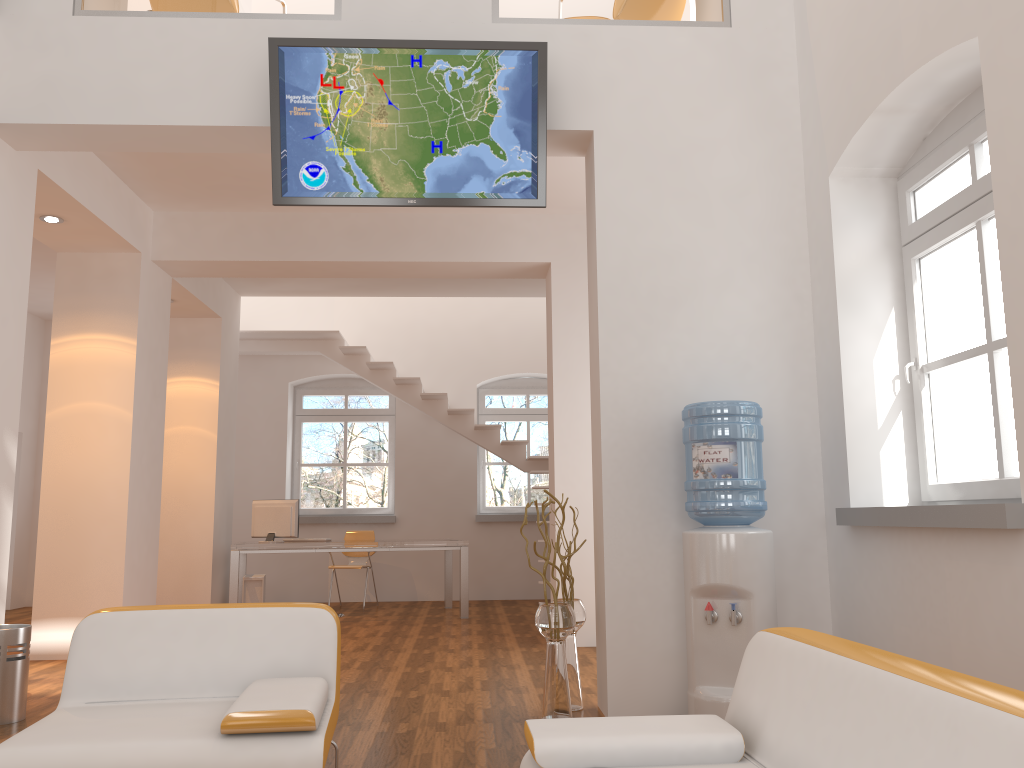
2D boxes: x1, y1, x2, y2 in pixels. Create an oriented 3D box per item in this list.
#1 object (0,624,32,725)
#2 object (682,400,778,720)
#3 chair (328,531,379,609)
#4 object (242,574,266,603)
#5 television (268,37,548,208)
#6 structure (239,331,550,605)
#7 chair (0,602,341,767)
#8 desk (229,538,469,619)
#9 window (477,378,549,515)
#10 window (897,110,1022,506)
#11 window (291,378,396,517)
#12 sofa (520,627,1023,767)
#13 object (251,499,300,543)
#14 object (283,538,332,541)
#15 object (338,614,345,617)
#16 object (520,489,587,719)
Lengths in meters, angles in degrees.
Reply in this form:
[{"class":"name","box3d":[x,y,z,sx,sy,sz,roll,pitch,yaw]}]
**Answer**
[{"class":"object","box3d":[-2.542,1.438,4.406,0.248,0.450,0.248,-8,-11,40]},{"class":"object","box3d":[1.009,0.837,4.134,0.436,1.490,0.436,2,-9,-17]},{"class":"chair","box3d":[-1.776,2.060,9.896,0.495,0.829,0.464,-2,-9,12]},{"class":"object","box3d":[-2.605,2.150,8.955,0.200,0.422,0.474,1,-9,-13]},{"class":"television","box3d":[-0.517,-1.315,4.496,1.388,0.803,0.266,0,-9,-3]},{"class":"structure","box3d":[-0.974,0.820,9.031,4.630,3.042,3.450,0,-9,-3]},{"class":"chair","box3d":[-1.044,1.082,2.863,0.923,0.661,0.825,1,-9,-8]},{"class":"desk","box3d":[-1.637,1.965,8.955,2.239,0.750,1.092,1,-9,-13]},{"class":"window","box3d":[0.204,0.782,11.195,1.308,1.737,0.142,0,-9,-3]},{"class":"window","box3d":[1.953,-0.314,3.644,0.142,1.627,1.302,0,-9,-3]},{"class":"window","box3d":[-2.087,0.787,11.082,1.308,1.737,0.142,0,-9,-3]},{"class":"sofa","box3d":[0.502,0.865,1.512,0.825,0.661,2.010,0,-9,-4]},{"class":"object","box3d":[-2.379,1.353,8.762,0.516,0.418,0.245,-5,-10,27]},{"class":"object","box3d":[-2.113,1.606,9.163,0.467,0.031,0.200,-2,-9,7]},{"class":"object","box3d":[-1.728,2.337,8.955,0.054,0.035,0.115,-2,-9,7]},{"class":"object","box3d":[0.257,1.107,4.603,0.284,1.112,0.655,-3,-9,18]}]
